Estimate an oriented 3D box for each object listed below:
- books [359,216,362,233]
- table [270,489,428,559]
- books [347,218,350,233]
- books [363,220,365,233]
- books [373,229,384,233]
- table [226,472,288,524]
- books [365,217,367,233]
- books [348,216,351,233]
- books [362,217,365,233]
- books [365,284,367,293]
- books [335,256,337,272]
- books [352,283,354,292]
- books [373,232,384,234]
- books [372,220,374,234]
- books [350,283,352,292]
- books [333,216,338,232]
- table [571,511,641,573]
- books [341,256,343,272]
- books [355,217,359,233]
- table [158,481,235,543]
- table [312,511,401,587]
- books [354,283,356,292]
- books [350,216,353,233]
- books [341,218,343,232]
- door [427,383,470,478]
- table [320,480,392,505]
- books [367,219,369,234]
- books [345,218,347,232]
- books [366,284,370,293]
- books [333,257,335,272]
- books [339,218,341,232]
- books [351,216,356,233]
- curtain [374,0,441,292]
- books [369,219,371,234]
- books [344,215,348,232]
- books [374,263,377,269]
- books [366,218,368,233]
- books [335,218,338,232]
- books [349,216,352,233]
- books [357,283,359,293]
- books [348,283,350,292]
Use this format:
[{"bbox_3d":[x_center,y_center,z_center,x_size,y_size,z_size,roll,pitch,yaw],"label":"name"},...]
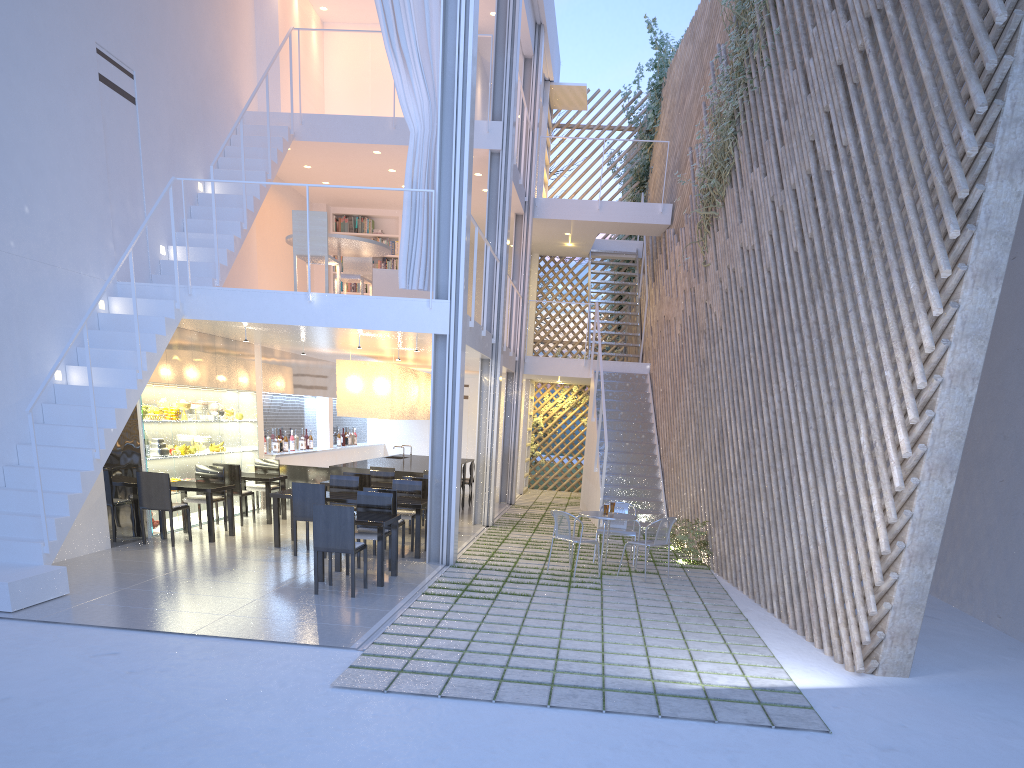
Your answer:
[{"bbox_3d":[-1.418,-1.490,7.745,0.015,0.164,0.080,5,14,6],"label":"books"},{"bbox_3d":[-0.975,0.856,5.063,0.914,0.357,0.328,4,9,4],"label":"table"},{"bbox_3d":[-1.535,-1.486,7.753,0.007,0.138,0.088,5,12,6],"label":"books"},{"bbox_3d":[-1.384,-1.472,7.749,0.018,0.130,0.078,5,12,6],"label":"books"},{"bbox_3d":[-1.257,-1.436,7.751,0.094,0.022,0.060,4,0,10],"label":"books"},{"bbox_3d":[-1.873,0.832,6.012,0.358,0.357,0.328,4,9,5],"label":"table"},{"bbox_3d":[-1.363,-1.483,7.741,0.009,0.156,0.082,5,13,6],"label":"books"},{"bbox_3d":[-1.519,-1.493,7.755,0.024,0.156,0.077,5,14,6],"label":"books"},{"bbox_3d":[-1.398,-1.483,7.745,0.010,0.151,0.082,5,13,6],"label":"books"},{"bbox_3d":[-1.400,-0.944,7.913,0.011,0.156,0.079,5,14,6],"label":"books"},{"bbox_3d":[-1.672,-1.139,7.876,0.015,0.153,0.081,5,13,6],"label":"books"},{"bbox_3d":[-1.522,-0.956,7.920,0.015,0.164,0.080,5,14,6],"label":"books"},{"bbox_3d":[-1.260,-1.413,7.763,0.094,0.022,0.060,4,0,5],"label":"books"},{"bbox_3d":[-1.309,-1.471,7.748,0.006,0.139,0.066,5,14,6],"label":"books"},{"bbox_3d":[-1.538,-0.943,7.925,0.015,0.136,0.082,5,12,6],"label":"books"},{"bbox_3d":[-1.664,-1.501,7.764,0.015,0.153,0.081,5,13,6],"label":"books"},{"bbox_3d":[0.563,0.953,4.967,0.345,0.359,0.326,-2,10,-32],"label":"table"},{"bbox_3d":[-1.619,-1.141,7.873,0.011,0.165,0.075,5,14,6],"label":"books"},{"bbox_3d":[-1.453,-1.488,7.753,0.027,0.154,0.072,5,14,6],"label":"books"},{"bbox_3d":[-1.965,0.793,5.134,0.358,0.357,0.328,4,9,5],"label":"table"},{"bbox_3d":[-0.786,0.836,4.209,0.358,0.357,0.328,4,9,5],"label":"table"},{"bbox_3d":[-1.501,-0.955,7.921,0.011,0.165,0.075,5,14,6],"label":"books"},{"bbox_3d":[-1.501,-1.491,7.754,0.024,0.156,0.077,5,14,6],"label":"books"},{"bbox_3d":[-1.595,-1.490,7.769,0.021,0.140,0.064,5,14,6],"label":"books"},{"bbox_3d":[-1.604,0.452,7.518,0.472,1.253,5.275,9,1,19],"label":"door"},{"bbox_3d":[-0.882,0.895,5.942,0.914,0.357,0.328,4,9,4],"label":"table"},{"bbox_3d":[-1.343,-1.471,7.742,0.015,0.133,0.085,5,12,6],"label":"books"},{"bbox_3d":[-1.551,-1.484,7.757,0.021,0.133,0.085,5,12,6],"label":"books"},{"bbox_3d":[-1.384,-0.943,7.913,0.020,0.156,0.077,5,14,6],"label":"books"},{"bbox_3d":[-1.687,-1.133,7.876,0.015,0.138,0.087,5,12,6],"label":"books"},{"bbox_3d":[-1.617,-1.491,7.771,0.021,0.140,0.064,5,14,6],"label":"books"},{"bbox_3d":[-1.492,-1.491,7.753,0.024,0.156,0.077,5,14,6],"label":"books"},{"bbox_3d":[-0.583,-1.753,4.062,0.516,2.604,0.087,4,18,1],"label":"curtain"},{"bbox_3d":[-1.327,-1.473,7.739,0.015,0.138,0.087,5,12,6],"label":"books"},{"bbox_3d":[-1.566,-1.500,7.758,0.011,0.165,0.075,5,14,6],"label":"books"},{"bbox_3d":[-1.298,-1.093,7.868,0.021,0.106,0.058,5,13,6],"label":"books"},{"bbox_3d":[-1.355,-1.477,7.740,0.008,0.144,0.088,5,12,6],"label":"books"},{"bbox_3d":[-1.654,-1.491,7.763,0.006,0.132,0.088,5,12,6],"label":"books"},{"bbox_3d":[-1.510,-1.492,7.755,0.024,0.156,0.077,5,14,6],"label":"books"},{"bbox_3d":[-1.474,-0.938,7.919,0.015,0.133,0.085,5,12,6],"label":"books"},{"bbox_3d":[-1.557,-0.943,7.925,0.021,0.133,0.085,5,12,6],"label":"books"}]
